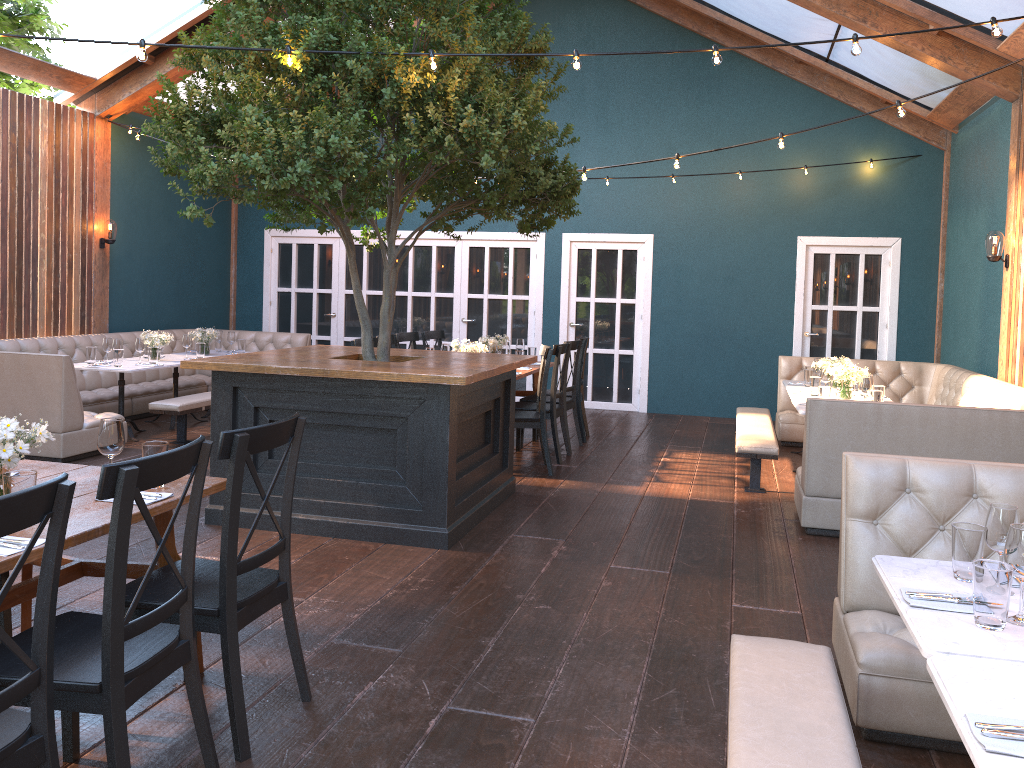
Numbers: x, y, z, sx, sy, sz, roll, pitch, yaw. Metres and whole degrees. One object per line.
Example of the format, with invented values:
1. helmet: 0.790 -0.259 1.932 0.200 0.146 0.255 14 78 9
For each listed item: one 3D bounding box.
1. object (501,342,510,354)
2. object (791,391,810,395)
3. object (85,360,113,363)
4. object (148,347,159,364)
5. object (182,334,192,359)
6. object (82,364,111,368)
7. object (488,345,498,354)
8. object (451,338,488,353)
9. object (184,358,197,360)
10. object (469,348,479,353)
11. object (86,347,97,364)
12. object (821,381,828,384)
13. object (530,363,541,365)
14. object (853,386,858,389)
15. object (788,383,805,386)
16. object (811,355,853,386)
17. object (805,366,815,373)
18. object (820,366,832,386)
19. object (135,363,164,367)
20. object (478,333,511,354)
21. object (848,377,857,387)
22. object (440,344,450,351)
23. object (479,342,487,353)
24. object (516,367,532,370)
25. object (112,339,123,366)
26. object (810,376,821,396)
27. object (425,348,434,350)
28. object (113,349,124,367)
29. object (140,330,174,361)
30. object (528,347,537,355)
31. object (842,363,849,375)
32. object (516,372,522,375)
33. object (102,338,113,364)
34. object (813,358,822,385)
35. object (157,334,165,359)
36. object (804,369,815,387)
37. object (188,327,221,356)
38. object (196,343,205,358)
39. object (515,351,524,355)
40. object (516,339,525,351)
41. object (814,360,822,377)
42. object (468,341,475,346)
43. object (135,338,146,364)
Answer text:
1. object: -0.064 -0.281 8.482 0.092 0.244 0.092 0 3 -33
2. object: 2.504 0.072 7.507 0.255 0.019 0.158 3 6 15
3. object: -3.868 -0.212 8.331 0.255 0.019 0.158 3 6 15
4. object: -3.380 -0.268 8.342 0.092 0.158 0.092 2 3 1
5. object: -3.313 -0.381 9.011 0.092 0.244 0.092 0 3 -28
6. object: -3.729 -0.170 7.975 0.157 0.019 0.256 3 6 14
7. object: -0.174 -0.230 7.968 0.092 0.244 0.092 0 3 -28
8. object: -0.377 -0.245 7.743 0.329 0.308 0.337 4 5 29
9. object: -3.192 -0.253 8.906 0.255 0.019 0.158 3 6 15
10. object: -0.323 -0.173 7.391 0.092 0.244 0.092 0 3 -28
11. object: -3.870 -0.261 8.138 0.092 0.158 0.092 2 3 1
12. object: 3.011 -0.015 8.469 0.157 0.019 0.256 3 6 14
13. object: 0.208 -0.208 8.928 0.255 0.019 0.158 3 6 15
14. object: 3.186 0.031 8.089 0.255 0.019 0.158 3 6 15
15. object: 2.704 -0.001 8.254 0.255 0.019 0.158 3 6 15
16. object: 2.870 -0.104 7.906 0.336 0.308 0.330 0 5 -20
17. object: 2.847 -0.089 8.458 0.092 0.158 0.092 2 3 1
18. object: 2.616 -0.023 7.378 0.092 0.244 0.092 0 3 -28
19. object: -3.372 -0.182 8.189 0.255 0.019 0.158 3 6 15
20. object: -0.185 -0.348 8.759 0.329 0.308 0.337 3 4 12
21. object: 3.181 -0.056 8.252 0.092 0.158 0.092 2 3 1
22. object: -0.598 -0.236 7.901 0.092 0.244 0.092 0 3 -28
23. object: -0.291 -0.344 9.004 0.092 0.244 0.092 0 3 -33
24. object: 0.057 -0.151 8.353 0.255 0.019 0.158 3 6 15
25. object: -3.605 -0.290 8.085 0.092 0.244 0.092 0 3 -28
26. object: 2.514 0.021 7.338 0.092 0.158 0.092 2 3 1
27. object: -0.684 -0.178 7.336 0.092 0.244 0.092 0 3 -28
28. object: -3.541 -0.232 7.960 0.092 0.158 0.092 2 3 1
29. object: -3.495 -0.383 8.677 0.329 0.308 0.337 -1 5 -33
30. object: 0.206 -0.297 9.106 0.092 0.158 0.092 5 4 41
31. object: 3.081 -0.098 8.209 0.092 0.244 0.092 0 3 -33
32. object: -0.047 -0.101 7.855 0.255 0.019 0.158 3 6 15
33. object: -3.747 -0.307 8.195 0.092 0.244 0.092 0 3 -28
34. object: 2.889 -0.119 8.355 0.092 0.244 0.092 0 3 -33
35. object: -3.547 -0.380 8.936 0.092 0.244 0.092 0 3 -28
36. object: 2.714 -0.053 8.085 0.092 0.158 0.092 2 3 1
37. object: -3.302 -0.464 9.486 0.336 0.308 0.330 0 5 -20
38. object: -3.193 -0.341 9.074 0.092 0.158 0.092 2 3 1
39. object: 0.072 -0.240 8.538 0.092 0.158 0.092 5 4 41
40. object: 0.083 -0.339 9.066 0.092 0.244 0.092 0 3 -33
41. object: 2.817 -0.097 8.125 0.092 0.244 0.092 0 3 -33
42. object: -0.386 -0.286 8.436 0.092 0.244 0.092 0 3 -33
43. object: -3.488 -0.310 8.301 0.092 0.244 0.092 0 3 -28
